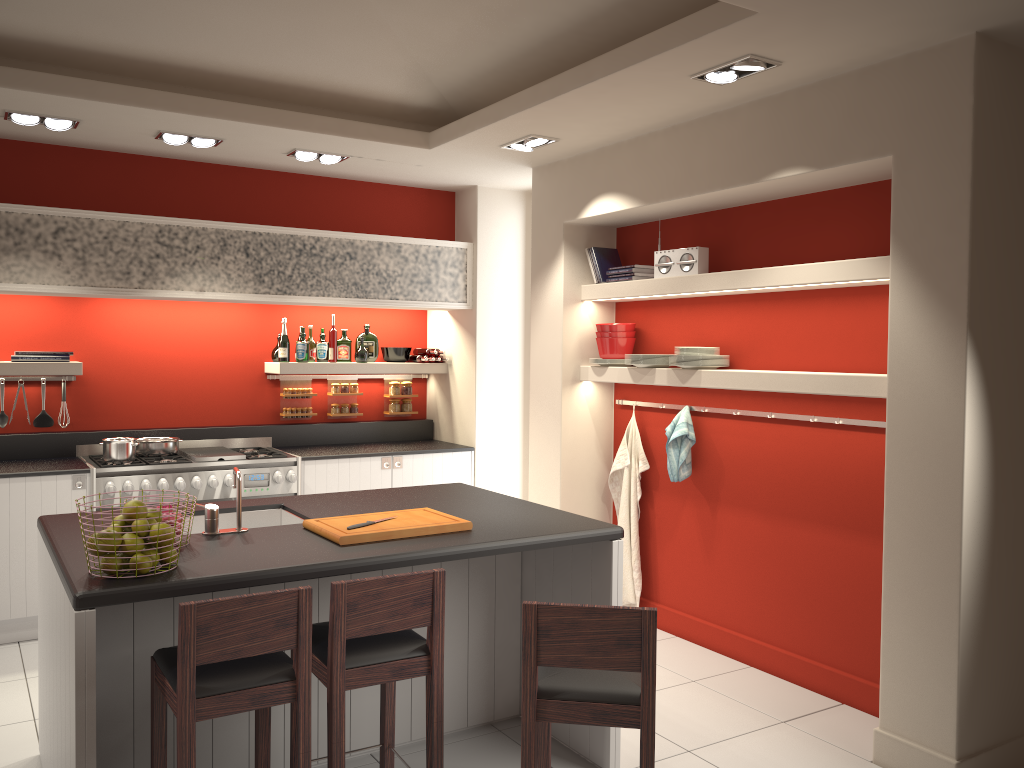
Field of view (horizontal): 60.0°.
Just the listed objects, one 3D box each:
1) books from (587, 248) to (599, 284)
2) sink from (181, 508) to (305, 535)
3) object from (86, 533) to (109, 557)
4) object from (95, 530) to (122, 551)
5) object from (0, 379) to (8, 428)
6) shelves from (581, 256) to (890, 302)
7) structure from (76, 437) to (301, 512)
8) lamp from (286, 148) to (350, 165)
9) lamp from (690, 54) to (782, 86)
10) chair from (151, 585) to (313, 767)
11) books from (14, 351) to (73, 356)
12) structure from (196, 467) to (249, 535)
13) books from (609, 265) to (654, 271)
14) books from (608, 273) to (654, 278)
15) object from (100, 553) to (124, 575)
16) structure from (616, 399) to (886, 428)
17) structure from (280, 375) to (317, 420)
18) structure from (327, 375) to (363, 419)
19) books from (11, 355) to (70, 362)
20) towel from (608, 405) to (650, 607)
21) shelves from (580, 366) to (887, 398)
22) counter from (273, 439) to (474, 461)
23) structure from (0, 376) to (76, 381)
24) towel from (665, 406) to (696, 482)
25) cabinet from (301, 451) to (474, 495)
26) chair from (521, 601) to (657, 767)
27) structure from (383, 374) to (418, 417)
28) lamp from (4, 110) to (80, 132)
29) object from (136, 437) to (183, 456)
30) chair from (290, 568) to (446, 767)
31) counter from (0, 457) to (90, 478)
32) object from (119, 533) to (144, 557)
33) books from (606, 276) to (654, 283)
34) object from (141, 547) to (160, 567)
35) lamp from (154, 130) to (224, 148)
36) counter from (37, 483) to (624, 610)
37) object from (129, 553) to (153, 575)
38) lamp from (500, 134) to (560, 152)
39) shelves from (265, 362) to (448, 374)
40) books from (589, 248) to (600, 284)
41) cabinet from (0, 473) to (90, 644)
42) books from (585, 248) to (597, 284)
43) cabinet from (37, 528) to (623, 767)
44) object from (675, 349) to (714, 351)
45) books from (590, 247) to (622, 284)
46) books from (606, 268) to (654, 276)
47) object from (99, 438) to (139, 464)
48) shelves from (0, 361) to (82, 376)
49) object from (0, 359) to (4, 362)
[{"bbox_3d":[0.611,-0.770,5.833,0.208,0.242,0.126,-1,2,-32],"label":"books"},{"bbox_3d":[-1.169,0.716,3.760,0.567,0.258,0.516,-1,2,-32],"label":"sink"},{"bbox_3d":[-1.307,0.509,2.808,0.076,0.077,0.076,1,2,23],"label":"object"},{"bbox_3d":[-1.257,0.489,2.763,0.077,0.068,0.076,-1,3,-39],"label":"object"},{"bbox_3d":[-3.326,0.126,5.787,0.067,0.323,0.022,-1,2,-33],"label":"object"},{"bbox_3d":[1.276,-0.559,4.961,0.437,0.100,2.394,-1,2,-32],"label":"shelves"},{"bbox_3d":[-2.160,0.959,5.979,1.322,1.085,0.778,-1,2,-32],"label":"structure"},{"bbox_3d":[-1.250,-1.490,5.728,0.361,0.103,0.199,-1,2,-32],"label":"lamp"},{"bbox_3d":[0.986,-1.403,3.920,0.199,0.085,0.361,-1,2,-32],"label":"lamp"},{"bbox_3d":[-0.900,1.116,2.813,0.383,1.008,0.474,-1,2,-32],"label":"chair"},{"bbox_3d":[-3.049,-0.200,5.775,0.332,0.026,0.207,-1,2,-32],"label":"books"},{"bbox_3d":[-1.151,0.466,3.514,0.183,0.249,0.224,-1,2,-32],"label":"structure"},{"bbox_3d":[0.769,-0.727,5.581,0.207,0.019,0.258,-1,2,-31],"label":"books"},{"bbox_3d":[0.768,-0.677,5.583,0.207,0.019,0.258,-1,2,-31],"label":"books"},{"bbox_3d":[-1.252,0.563,2.775,0.068,0.068,0.068,0,2,-21],"label":"object"},{"bbox_3d":[1.295,0.160,5.012,0.063,0.034,2.223,-1,2,-32],"label":"structure"},{"bbox_3d":[-1.636,0.106,6.787,0.256,0.347,0.130,-1,2,-32],"label":"structure"},{"bbox_3d":[-1.316,0.102,6.986,0.256,0.347,0.130,-1,2,-32],"label":"structure"},{"bbox_3d":[-3.053,-0.165,5.749,0.331,0.042,0.207,0,2,-27],"label":"books"},{"bbox_3d":[0.724,0.817,5.764,0.141,1.362,0.341,0,2,-32],"label":"towel"},{"bbox_3d":[1.270,-0.029,4.977,0.437,0.100,2.394,-1,2,-32],"label":"shelves"},{"bbox_3d":[-1.048,0.491,6.709,1.360,0.026,0.699,-1,2,-32],"label":"counter"},{"bbox_3d":[-3.542,-0.031,5.674,1.355,0.034,0.054,-1,2,-32],"label":"structure"},{"bbox_3d":[1.012,0.358,5.330,0.179,0.452,0.209,1,2,8],"label":"towel"},{"bbox_3d":[-1.053,1.001,6.727,1.361,0.993,0.687,-1,2,-32],"label":"cabinet"},{"bbox_3d":[0.249,1.130,2.773,0.383,1.008,0.474,1,2,8],"label":"chair"},{"bbox_3d":[-0.908,0.097,7.241,0.256,0.347,0.130,-1,2,-32],"label":"structure"},{"bbox_3d":[-2.592,-1.472,4.890,0.361,0.109,0.199,-1,2,-32],"label":"lamp"},{"bbox_3d":[-2.425,0.426,6.039,0.309,0.104,0.309,0,2,-4],"label":"object"},{"bbox_3d":[-0.509,1.111,3.057,0.383,1.008,0.474,0,2,-30],"label":"chair"},{"bbox_3d":[-3.306,0.519,5.300,1.360,0.026,0.699,-1,2,-32],"label":"counter"},{"bbox_3d":[-1.207,0.510,2.812,0.076,0.077,0.076,1,2,23],"label":"object"},{"bbox_3d":[0.755,-0.653,5.589,0.207,0.030,0.258,-1,2,-32],"label":"books"},{"bbox_3d":[-1.173,0.561,2.864,0.068,0.068,0.068,0,2,-21],"label":"object"},{"bbox_3d":[-1.929,-1.481,5.304,0.361,0.104,0.199,-1,2,-32],"label":"lamp"},{"bbox_3d":[-0.775,0.596,3.713,2.054,0.050,1.415,-1,2,-32],"label":"counter"},{"bbox_3d":[-1.164,0.564,2.782,0.068,0.068,0.068,0,2,-21],"label":"object"},{"bbox_3d":[0.104,-1.462,5.334,0.199,0.090,0.361,-1,2,-32],"label":"lamp"},{"bbox_3d":[-1.196,-0.126,6.946,1.379,0.083,0.376,-1,2,-32],"label":"shelves"},{"bbox_3d":[0.622,-0.771,5.816,0.209,0.243,0.126,-1,2,-32],"label":"books"},{"bbox_3d":[-3.315,1.029,5.316,1.361,0.993,0.687,-1,2,-32],"label":"cabinet"},{"bbox_3d":[0.602,-0.776,5.862,0.210,0.248,0.136,-1,2,-32],"label":"books"},{"bbox_3d":[-0.786,1.128,3.726,2.034,1.011,1.423,-1,2,-32],"label":"cabinet"},{"bbox_3d":[1.064,-0.190,5.097,0.255,0.015,0.255,2,3,39],"label":"object"},{"bbox_3d":[0.630,-0.769,5.789,0.207,0.246,0.136,-1,2,-32],"label":"books"},{"bbox_3d":[0.755,-0.702,5.588,0.207,0.030,0.258,-1,2,-32],"label":"books"},{"bbox_3d":[-2.487,0.423,5.618,0.201,0.148,0.201,-1,3,-39],"label":"object"},{"bbox_3d":[-3.463,-0.098,5.531,1.379,0.083,0.376,-1,2,-32],"label":"shelves"},{"bbox_3d":[-3.339,-0.154,5.606,0.160,0.027,0.183,0,2,-3],"label":"object"}]
